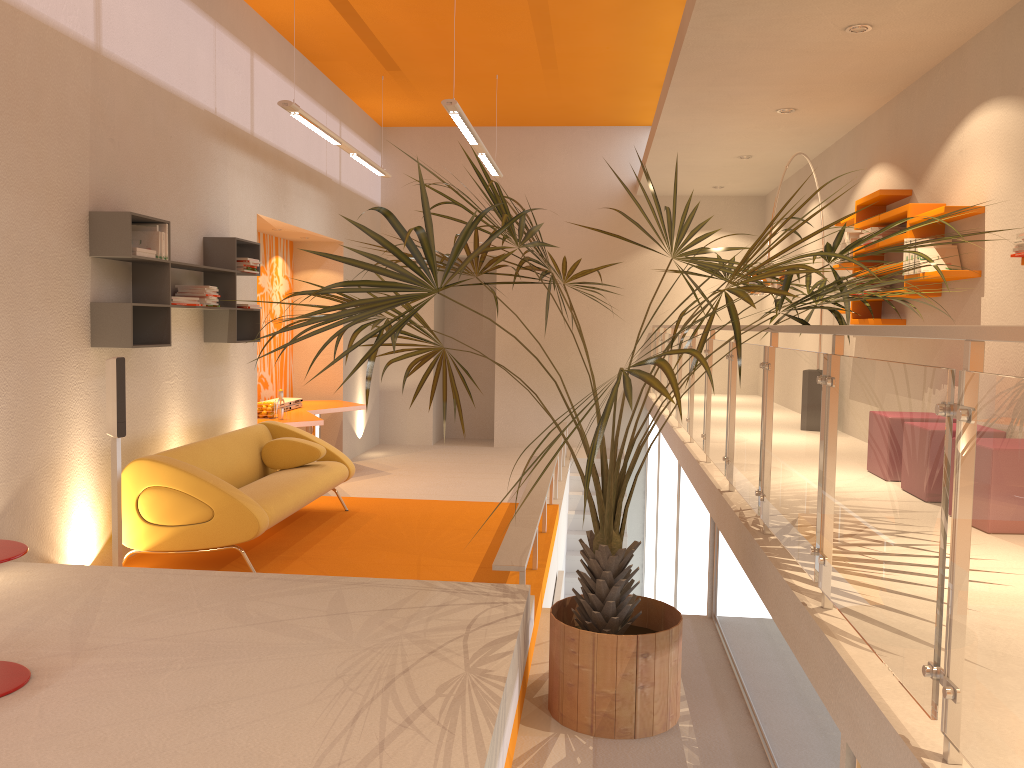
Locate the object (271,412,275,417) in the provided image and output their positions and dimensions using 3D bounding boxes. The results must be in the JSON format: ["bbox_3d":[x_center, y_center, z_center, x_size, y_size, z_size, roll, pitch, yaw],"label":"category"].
[{"bbox_3d":[-2.267,0.291,8.365,0.061,0.053,0.053,0,4,-7],"label":"object"}]

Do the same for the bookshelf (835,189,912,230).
[{"bbox_3d":[2.703,-1.272,6.696,0.220,0.220,1.150,1,4,5],"label":"bookshelf"}]

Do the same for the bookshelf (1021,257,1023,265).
[{"bbox_3d":[2.384,-0.521,3.477,0.220,0.220,1.150,1,4,5],"label":"bookshelf"}]

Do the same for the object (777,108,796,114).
[{"bbox_3d":[2.160,-2.172,6.988,0.143,0.059,0.143,-1,4,-23],"label":"object"}]

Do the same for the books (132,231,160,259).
[{"bbox_3d":[-2.288,-0.859,5.479,0.230,0.169,0.023,1,4,5],"label":"books"}]

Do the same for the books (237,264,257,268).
[{"bbox_3d":[-2.124,-0.915,6.890,0.190,0.015,0.254,1,4,7],"label":"books"}]

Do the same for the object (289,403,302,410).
[{"bbox_3d":[-2.374,0.231,9.301,0.250,0.049,0.349,1,4,5],"label":"object"}]

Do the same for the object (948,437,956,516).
[{"bbox_3d":[2.292,0.458,4.069,0.390,0.377,0.390,1,4,0],"label":"object"}]

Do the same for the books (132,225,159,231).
[{"bbox_3d":[-2.299,-0.882,5.510,0.207,0.210,0.021,1,4,5],"label":"books"}]

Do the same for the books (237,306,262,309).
[{"bbox_3d":[-2.111,-0.597,6.913,0.254,0.015,0.190,2,4,12],"label":"books"}]

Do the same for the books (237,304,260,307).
[{"bbox_3d":[-2.116,-0.612,6.900,0.226,0.017,0.230,1,4,5],"label":"books"}]

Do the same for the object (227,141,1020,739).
[{"bbox_3d":[0.354,0.150,3.598,3.098,2.600,3.241,2,4,13],"label":"object"}]

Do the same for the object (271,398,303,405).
[{"bbox_3d":[-2.368,0.183,9.297,0.262,0.049,0.349,1,4,5],"label":"object"}]

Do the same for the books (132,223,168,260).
[{"bbox_3d":[-2.280,-0.895,5.582,0.230,0.227,0.017,1,4,5],"label":"books"}]

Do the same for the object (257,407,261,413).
[{"bbox_3d":[-2.378,0.244,8.301,0.053,0.054,0.061,1,4,-4],"label":"object"}]

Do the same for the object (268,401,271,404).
[{"bbox_3d":[-2.302,0.190,8.416,0.063,0.051,0.053,1,4,-2],"label":"object"}]

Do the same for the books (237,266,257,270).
[{"bbox_3d":[-2.120,-0.900,6.899,0.190,0.015,0.254,1,4,1],"label":"books"}]

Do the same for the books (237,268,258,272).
[{"bbox_3d":[-2.120,-0.886,6.890,0.190,0.011,0.268,1,4,7],"label":"books"}]

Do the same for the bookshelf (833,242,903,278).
[{"bbox_3d":[2.697,-0.917,6.721,0.220,0.220,1.150,1,4,5],"label":"bookshelf"}]

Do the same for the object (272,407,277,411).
[{"bbox_3d":[-2.261,0.234,8.416,0.063,0.051,0.053,2,4,9],"label":"object"}]

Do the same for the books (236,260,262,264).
[{"bbox_3d":[-2.106,-0.946,6.881,0.254,0.015,0.190,2,4,12],"label":"books"}]

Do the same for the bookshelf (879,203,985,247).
[{"bbox_3d":[2.588,-1.016,5.535,0.220,0.220,1.150,1,4,5],"label":"bookshelf"}]

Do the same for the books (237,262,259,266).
[{"bbox_3d":[-2.111,-0.930,6.884,0.230,0.017,0.226,1,4,0],"label":"books"}]

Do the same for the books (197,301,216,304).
[{"bbox_3d":[-2.204,-0.576,6.220,0.190,0.015,0.254,1,4,-4],"label":"books"}]

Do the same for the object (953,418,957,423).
[{"bbox_3d":[2.415,0.372,5.362,0.390,0.377,0.390,1,4,5],"label":"object"}]

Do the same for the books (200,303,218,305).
[{"bbox_3d":[-2.205,-0.563,6.231,0.190,0.011,0.268,1,4,2],"label":"books"}]

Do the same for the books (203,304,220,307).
[{"bbox_3d":[-2.205,-0.551,6.236,0.210,0.013,0.297,1,4,0],"label":"books"}]

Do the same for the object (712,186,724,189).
[{"bbox_3d":[2.528,-2.430,10.864,0.143,0.059,0.143,-1,4,-23],"label":"object"}]

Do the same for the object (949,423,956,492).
[{"bbox_3d":[2.356,0.414,4.740,0.390,0.377,0.390,1,4,5],"label":"object"}]

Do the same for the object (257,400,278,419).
[{"bbox_3d":[-2.331,0.233,8.356,0.207,0.174,0.189,1,4,5],"label":"object"}]

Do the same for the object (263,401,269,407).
[{"bbox_3d":[-2.324,0.190,8.360,0.063,0.053,0.051,4,5,42],"label":"object"}]

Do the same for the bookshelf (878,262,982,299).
[{"bbox_3d":[2.582,-0.660,5.559,0.220,0.220,1.150,1,4,5],"label":"bookshelf"}]

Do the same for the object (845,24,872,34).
[{"bbox_3d":[1.976,-2.043,5.052,0.143,0.059,0.143,-1,4,-23],"label":"object"}]

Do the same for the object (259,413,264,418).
[{"bbox_3d":[-2.349,0.296,8.321,0.050,0.055,0.061,1,4,-4],"label":"object"}]

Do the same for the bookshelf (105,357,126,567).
[{"bbox_3d":[-2.502,0.196,3.336,0.322,2.145,3.370,1,4,7],"label":"bookshelf"}]

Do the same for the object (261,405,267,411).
[{"bbox_3d":[-2.330,0.225,8.320,0.061,0.051,0.055,4,5,35],"label":"object"}]

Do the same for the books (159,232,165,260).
[{"bbox_3d":[-2.285,-0.863,5.534,0.230,0.169,0.027,1,4,5],"label":"books"}]

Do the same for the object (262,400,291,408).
[{"bbox_3d":[-2.401,0.206,8.944,0.262,0.049,0.349,1,4,5],"label":"object"}]

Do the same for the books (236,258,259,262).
[{"bbox_3d":[-2.111,-0.961,6.868,0.226,0.017,0.230,1,4,5],"label":"books"}]

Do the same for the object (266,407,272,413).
[{"bbox_3d":[-2.270,0.244,8.292,0.053,0.055,0.060,1,4,-6],"label":"object"}]

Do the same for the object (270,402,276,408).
[{"bbox_3d":[-2.260,0.197,8.384,0.057,0.060,0.052,3,4,28],"label":"object"}]

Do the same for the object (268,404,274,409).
[{"bbox_3d":[-2.265,0.213,8.332,0.053,0.051,0.063,1,4,-4],"label":"object"}]

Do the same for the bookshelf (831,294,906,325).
[{"bbox_3d":[2.690,-0.560,6.745,0.220,0.220,1.150,1,4,5],"label":"bookshelf"}]

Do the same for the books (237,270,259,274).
[{"bbox_3d":[-2.121,-0.874,6.886,0.210,0.013,0.297,1,4,5],"label":"books"}]

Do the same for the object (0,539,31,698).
[{"bbox_3d":[-1.835,0.784,2.933,0.391,0.450,0.420,4,5,35],"label":"object"}]

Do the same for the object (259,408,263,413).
[{"bbox_3d":[-2.369,0.251,8.363,0.051,0.053,0.062,-2,5,-41],"label":"object"}]

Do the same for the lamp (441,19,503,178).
[{"bbox_3d":[-0.298,-2.643,8.002,0.120,1.052,3.195,1,4,5],"label":"lamp"}]

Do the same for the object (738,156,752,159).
[{"bbox_3d":[2.344,-2.301,8.925,0.143,0.059,0.143,-1,4,-23],"label":"object"}]

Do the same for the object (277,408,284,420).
[{"bbox_3d":[-2.146,0.279,8.230,0.060,0.106,0.060,4,5,37],"label":"object"}]

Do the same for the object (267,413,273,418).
[{"bbox_3d":[-2.266,0.294,8.305,0.053,0.053,0.061,1,4,-5],"label":"object"}]

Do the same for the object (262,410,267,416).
[{"bbox_3d":[-2.315,0.274,8.293,0.052,0.053,0.062,0,4,-13],"label":"object"}]

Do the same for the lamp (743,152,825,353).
[{"bbox_3d":[2.189,-0.679,6.956,0.315,2.259,2.077,3,4,28],"label":"lamp"}]

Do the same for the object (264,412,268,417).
[{"bbox_3d":[-2.325,0.283,8.375,0.057,0.060,0.052,-3,5,-44],"label":"object"}]

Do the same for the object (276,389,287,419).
[{"bbox_3d":[-2.150,0.188,8.237,0.101,0.288,0.088,-1,4,-25],"label":"object"}]

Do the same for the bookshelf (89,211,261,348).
[{"bbox_3d":[-2.243,-0.671,6.153,0.252,0.790,2.000,1,4,5],"label":"bookshelf"}]

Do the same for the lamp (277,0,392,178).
[{"bbox_3d":[-1.521,-2.672,8.116,0.120,1.052,3.195,1,4,5],"label":"lamp"}]

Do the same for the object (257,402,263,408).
[{"bbox_3d":[-2.358,0.196,8.292,0.059,0.060,0.050,4,5,40],"label":"object"}]

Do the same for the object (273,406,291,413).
[{"bbox_3d":[-2.402,0.255,8.947,0.262,0.049,0.349,1,4,5],"label":"object"}]
